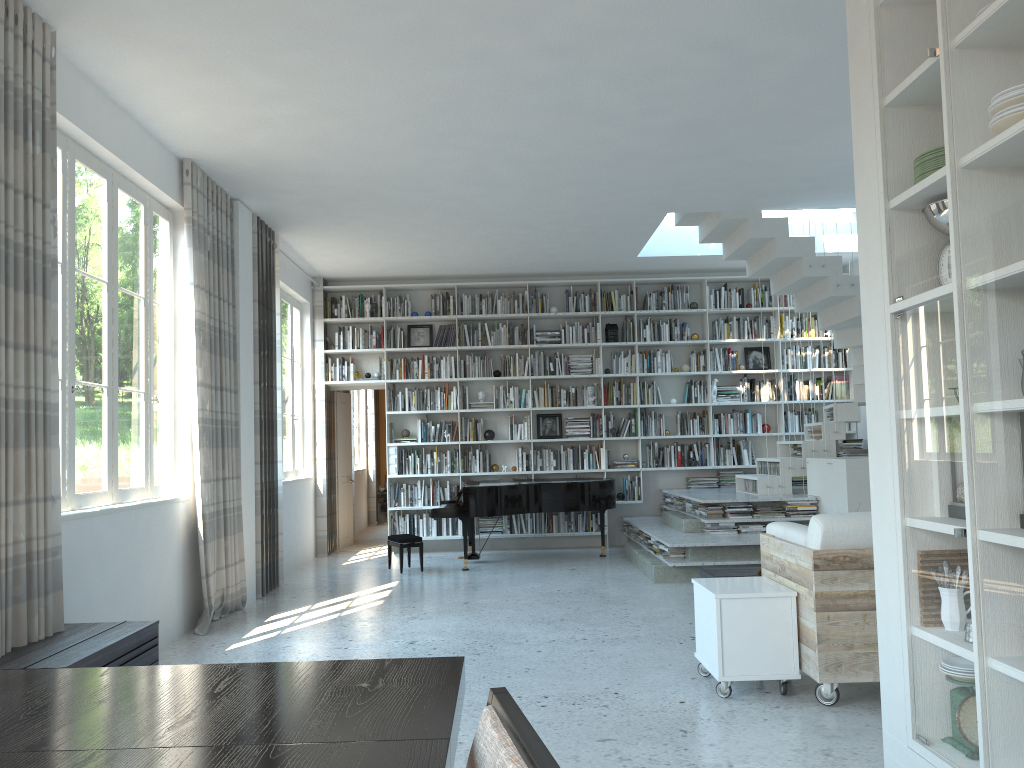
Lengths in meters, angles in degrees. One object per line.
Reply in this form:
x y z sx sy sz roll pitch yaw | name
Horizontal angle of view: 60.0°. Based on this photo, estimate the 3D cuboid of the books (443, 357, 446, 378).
-0.792 -0.181 10.491 0.022 0.263 0.174 -2 -4 -1 | books

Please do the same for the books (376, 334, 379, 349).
-1.587 -0.491 10.525 0.029 0.195 0.146 -2 -4 -1 | books

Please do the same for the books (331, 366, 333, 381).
-2.109 -0.113 10.484 0.029 0.197 0.160 -2 -4 -1 | books

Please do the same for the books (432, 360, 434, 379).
-0.929 -0.162 10.493 0.013 0.232 0.171 -2 -4 -1 | books

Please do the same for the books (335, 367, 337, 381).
-2.070 -0.106 10.501 0.029 0.185 0.135 -2 -4 -1 | books

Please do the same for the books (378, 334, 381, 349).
-1.560 -0.489 10.510 0.026 0.187 0.154 -2 -4 -1 | books

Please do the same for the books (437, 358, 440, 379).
-0.862 -0.176 10.513 0.035 0.260 0.131 -2 -4 -1 | books

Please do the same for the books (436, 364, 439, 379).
-0.883 -0.139 10.505 0.022 0.186 0.136 -2 -4 -1 | books

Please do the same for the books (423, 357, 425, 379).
-1.032 -0.179 10.486 0.023 0.271 0.187 -2 -4 -1 | books

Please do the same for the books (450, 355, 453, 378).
-0.720 -0.196 10.498 0.022 0.289 0.169 -2 -4 -1 | books

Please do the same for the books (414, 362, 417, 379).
-1.132 -0.149 10.489 0.031 0.217 0.173 -2 -4 -1 | books

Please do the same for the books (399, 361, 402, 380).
-1.305 -0.151 10.490 0.030 0.229 0.172 -2 -4 -1 | books

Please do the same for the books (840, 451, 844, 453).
3.847 0.771 10.065 0.206 0.015 0.144 -1 -4 -4 | books

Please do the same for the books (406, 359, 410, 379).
-1.222 -0.162 10.501 0.047 0.249 0.134 -2 -4 -1 | books

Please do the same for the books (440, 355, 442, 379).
-0.839 -0.188 10.496 0.012 0.280 0.188 -2 -4 -1 | books

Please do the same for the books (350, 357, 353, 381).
-1.896 -0.169 10.485 0.013 0.298 0.179 -2 -4 -1 | books

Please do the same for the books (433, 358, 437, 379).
-0.909 -0.176 10.509 0.029 0.260 0.158 -2 -4 -1 | books

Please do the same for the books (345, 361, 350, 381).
-1.941 -0.139 10.462 0.021 0.236 0.189 -2 -4 -1 | books

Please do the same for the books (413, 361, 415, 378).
-1.154 -0.154 10.496 0.011 0.229 0.170 -2 -4 -1 | books

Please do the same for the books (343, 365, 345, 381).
-1.974 -0.115 10.478 0.024 0.193 0.181 -2 -4 -1 | books

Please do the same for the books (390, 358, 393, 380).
-1.425 -0.164 10.485 0.012 0.263 0.180 -2 -4 -1 | books

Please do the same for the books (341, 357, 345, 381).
-1.994 -0.167 10.467 0.013 0.297 0.187 -2 -4 -1 | books

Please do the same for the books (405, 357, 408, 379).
-1.251 -0.176 10.484 0.011 0.277 0.164 -2 -4 -1 | books

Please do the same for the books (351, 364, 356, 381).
-1.874 -0.127 10.469 0.029 0.211 0.187 -2 -4 -1 | books

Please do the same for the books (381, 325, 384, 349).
-1.528 -0.542 10.516 0.014 0.294 0.173 -2 -4 -1 | books

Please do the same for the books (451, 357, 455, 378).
-0.691 -0.184 10.495 0.035 0.263 0.178 -2 -4 -1 | books

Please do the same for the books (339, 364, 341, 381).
-2.022 -0.122 10.503 0.023 0.214 0.140 -2 -4 -1 | books

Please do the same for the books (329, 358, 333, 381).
-2.136 -0.155 10.478 0.023 0.281 0.170 -2 -4 -1 | books

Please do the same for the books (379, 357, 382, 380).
-1.554 -0.171 10.489 0.012 0.285 0.159 -2 -4 -1 | books

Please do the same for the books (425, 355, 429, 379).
-1.005 -0.187 10.482 0.030 0.285 0.185 -2 -4 -1 | books

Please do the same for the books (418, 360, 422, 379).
-1.080 -0.160 10.500 0.047 0.238 0.162 -2 -4 -1 | books

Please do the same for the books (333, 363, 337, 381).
-2.090 -0.125 10.477 0.010 0.220 0.181 -2 -4 -1 | books

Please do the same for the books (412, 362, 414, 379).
-1.166 -0.149 10.489 0.014 0.218 0.164 -2 -4 -1 | books

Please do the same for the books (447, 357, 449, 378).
-0.755 -0.182 10.513 0.024 0.265 0.155 -2 -4 -1 | books

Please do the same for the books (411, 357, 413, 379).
-1.181 -0.177 10.503 0.012 0.277 0.150 -2 -4 -1 | books

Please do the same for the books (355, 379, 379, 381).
-1.707 -0.043 10.485 0.285 0.012 0.159 -1 -4 -4 | books

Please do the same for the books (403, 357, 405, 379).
-1.267 -0.177 10.494 0.020 0.280 0.164 -2 -4 -1 | books

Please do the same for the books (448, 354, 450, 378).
-0.737 -0.197 10.486 0.012 0.290 0.182 -2 -4 -1 | books

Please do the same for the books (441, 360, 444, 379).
-0.818 -0.164 10.490 0.030 0.230 0.172 -2 -4 -1 | books

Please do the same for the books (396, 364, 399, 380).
-1.343 -0.133 10.477 0.026 0.195 0.175 -2 -4 -1 | books

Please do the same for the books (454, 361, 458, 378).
-0.653 -0.156 10.468 0.039 0.202 0.236 -2 -4 -1 | books

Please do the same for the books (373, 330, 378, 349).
-1.617 -0.509 10.497 0.029 0.229 0.191 -2 -4 -1 | books

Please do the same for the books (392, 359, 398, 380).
-1.388 -0.162 10.502 0.062 0.258 0.153 -2 -4 -1 | books

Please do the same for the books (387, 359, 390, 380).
-1.459 -0.158 10.502 0.012 0.254 0.161 -2 -4 -1 | books

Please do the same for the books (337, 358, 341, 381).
-2.046 -0.156 10.488 0.022 0.281 0.156 -2 -4 -1 | books

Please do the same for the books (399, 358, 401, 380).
-1.325 -0.166 10.495 0.010 0.262 0.151 -2 -4 -1 | books

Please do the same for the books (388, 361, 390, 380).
-1.441 -0.148 10.493 0.022 0.232 0.151 -2 -4 -1 | books

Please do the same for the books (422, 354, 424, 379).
-1.051 -0.194 10.505 0.014 0.303 0.151 -2 -4 -1 | books

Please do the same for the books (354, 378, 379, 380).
-1.707 -0.055 10.489 0.285 0.012 0.159 -2 -4 1 | books

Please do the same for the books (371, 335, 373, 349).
-1.647 -0.483 10.517 0.031 0.182 0.151 -2 -4 -1 | books

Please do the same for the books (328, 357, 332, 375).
-2.154 -0.163 10.501 0.013 0.302 0.135 -2 -3 -1 | books

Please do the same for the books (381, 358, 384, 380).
-1.526 -0.163 10.510 0.044 0.269 0.134 -2 -4 -1 | books

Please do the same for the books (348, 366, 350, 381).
-1.916 -0.114 10.501 0.029 0.191 0.134 -2 -4 -1 | books

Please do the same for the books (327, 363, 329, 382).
-2.166 -0.124 10.476 0.013 0.222 0.163 -2 -4 -1 | books

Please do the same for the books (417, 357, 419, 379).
-1.111 -0.177 10.496 0.014 0.272 0.180 -2 -4 -1 | books

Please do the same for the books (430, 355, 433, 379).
-0.949 -0.187 10.506 0.025 0.286 0.161 -2 -4 -1 | books

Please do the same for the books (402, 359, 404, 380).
-1.283 -0.163 10.490 0.014 0.252 0.187 -2 -4 -1 | books

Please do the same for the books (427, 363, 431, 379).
-0.974 -0.143 10.476 0.029 0.195 0.192 -2 -4 -1 | books
